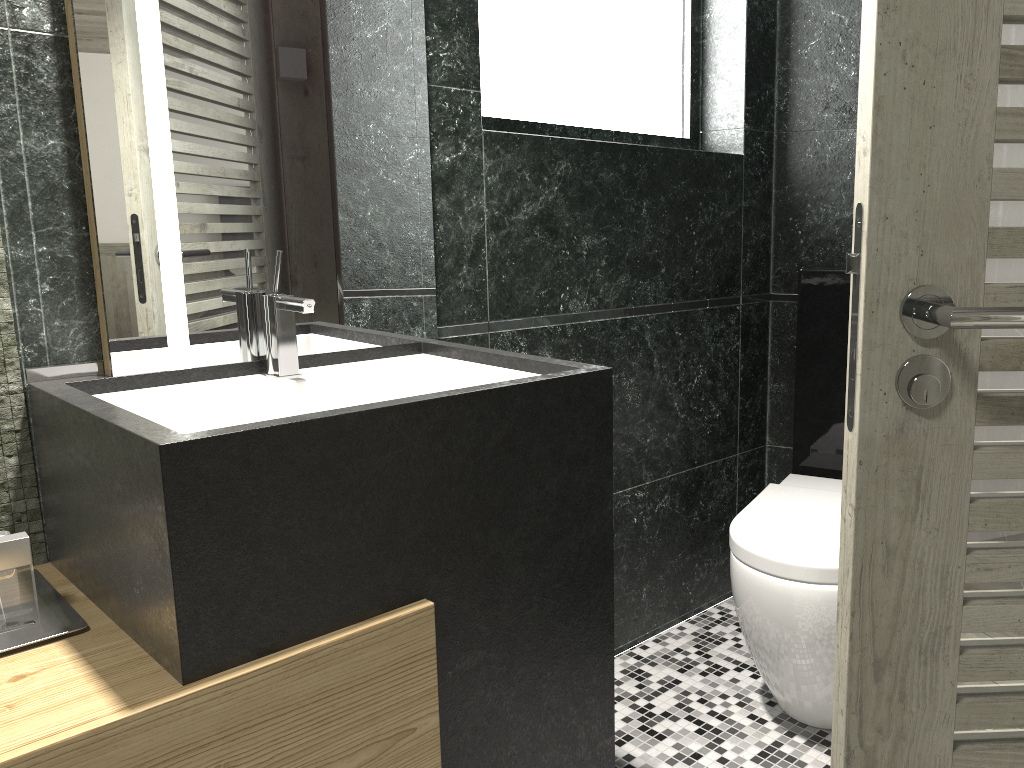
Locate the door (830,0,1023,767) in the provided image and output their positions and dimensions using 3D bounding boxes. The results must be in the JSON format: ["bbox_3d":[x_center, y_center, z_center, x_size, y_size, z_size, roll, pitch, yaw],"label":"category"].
[{"bbox_3d":[0.830,-0.080,0.802,0.985,2.512,1.593,5,12,31],"label":"door"}]

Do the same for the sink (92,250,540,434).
[{"bbox_3d":[-0.317,-0.030,1.570,0.776,0.408,0.503,-10,14,-42],"label":"sink"}]

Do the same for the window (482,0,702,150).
[{"bbox_3d":[0.204,-1.237,2.538,1.142,1.068,0.036,-10,13,-42],"label":"window"}]

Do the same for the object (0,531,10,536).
[{"bbox_3d":[-0.819,0.274,1.346,0.090,0.153,0.029,-10,13,-42],"label":"object"}]

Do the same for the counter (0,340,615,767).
[{"bbox_3d":[-0.504,0.537,1.467,1.424,1.051,0.597,-10,13,-42],"label":"counter"}]

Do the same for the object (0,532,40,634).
[{"bbox_3d":[-0.750,0.294,1.275,0.090,0.136,0.029,-9,13,-39],"label":"object"}]

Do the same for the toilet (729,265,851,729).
[{"bbox_3d":[0.963,0.279,2.506,0.468,1.174,1.150,5,12,30],"label":"toilet"}]

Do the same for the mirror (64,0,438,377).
[{"bbox_3d":[-0.473,-0.834,1.667,0.730,1.575,0.039,-10,13,-42],"label":"mirror"}]

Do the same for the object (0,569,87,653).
[{"bbox_3d":[-0.843,0.360,1.276,0.340,0.011,0.294,-9,14,-41],"label":"object"}]
